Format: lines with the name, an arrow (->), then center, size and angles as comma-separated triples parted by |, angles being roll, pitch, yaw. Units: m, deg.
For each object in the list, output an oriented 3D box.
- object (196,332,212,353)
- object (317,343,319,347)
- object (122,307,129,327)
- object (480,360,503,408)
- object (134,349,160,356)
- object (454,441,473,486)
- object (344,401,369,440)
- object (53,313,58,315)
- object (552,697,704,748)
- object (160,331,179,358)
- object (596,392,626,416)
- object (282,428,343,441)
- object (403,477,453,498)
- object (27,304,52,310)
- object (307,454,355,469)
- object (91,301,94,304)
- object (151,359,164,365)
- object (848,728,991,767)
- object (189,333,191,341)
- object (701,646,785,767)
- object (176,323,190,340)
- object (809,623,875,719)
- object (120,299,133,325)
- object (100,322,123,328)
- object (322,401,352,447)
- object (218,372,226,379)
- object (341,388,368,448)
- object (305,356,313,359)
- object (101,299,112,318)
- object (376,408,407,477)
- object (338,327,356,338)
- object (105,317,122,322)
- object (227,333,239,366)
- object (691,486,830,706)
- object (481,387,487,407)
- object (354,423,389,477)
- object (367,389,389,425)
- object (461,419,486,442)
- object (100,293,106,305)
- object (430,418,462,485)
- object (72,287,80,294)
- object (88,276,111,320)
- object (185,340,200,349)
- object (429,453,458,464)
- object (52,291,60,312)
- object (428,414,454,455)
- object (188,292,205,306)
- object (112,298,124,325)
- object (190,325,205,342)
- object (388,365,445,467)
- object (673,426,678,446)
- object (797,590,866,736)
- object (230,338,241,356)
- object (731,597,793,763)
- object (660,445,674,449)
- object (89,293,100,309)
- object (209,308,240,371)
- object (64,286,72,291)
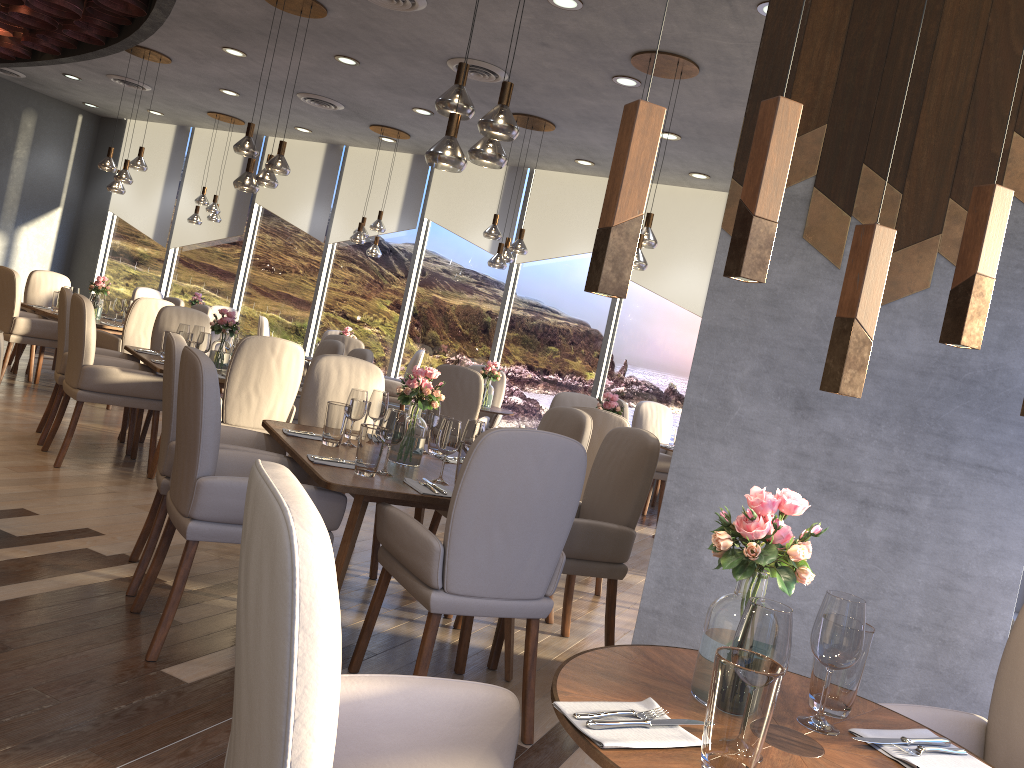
object -> -1.958, -0.204, 5.598 | 0.092, 0.244, 0.092 | 12, 1, 10
object -> -1.998, -0.327, 9.250 | 0.102, 0.178, 0.102 | 12, 1, -16
object -> -3.510, -0.607, 8.107 | 0.102, 0.178, 0.102 | 13, 1, 43
object -> -0.206, -0.002, 7.767 | 0.210, 0.415, 0.198 | 12, 1, -4
object -> -2.453, -0.215, 6.083 | 0.254, 0.019, 0.158 | 11, 3, -32
object -> -0.161, 0.309, 3.305 | 0.102, 0.178, 0.102 | 12, 1, -30
object -> -0.711, 0.161, 4.043 | 0.102, 0.178, 0.102 | 12, 1, 4
object -> -3.934, -0.608, 7.902 | 0.158, 0.019, 0.254 | 14, 3, 41
object -> 0.208, 0.550, 1.452 | 0.254, 0.019, 0.158 | 11, 3, -28
object -> -2.313, -0.262, 5.974 | 0.102, 0.178, 0.102 | 12, 1, -16
object -> 0.606, 0.257, 5.720 | 0.209, 0.415, 0.198 | 12, 1, -19
object -> -0.860, 0.219, 3.830 | 0.254, 0.019, 0.158 | 11, 2, -23
object -> -0.295, 0.367, 3.191 | 0.157, 0.019, 0.256 | 11, 3, -26
object -> -4.367, -0.716, 8.267 | 0.158, 0.019, 0.254 | 14, 3, 41
object -> -0.631, 0.290, 3.307 | 0.254, 0.019, 0.158 | 11, 2, -23
object -> -3.768, -0.651, 7.835 | 0.102, 0.178, 0.102 | 12, 1, -3
object -> -2.144, -0.129, 5.605 | 0.254, 0.019, 0.158 | 11, 3, -32
object -> 0.724, 0.655, 1.598 | 0.254, 0.019, 0.158 | 11, 3, -24
object -> -2.341, -0.282, 6.315 | 0.102, 0.178, 0.102 | 12, 1, -25
object -> 0.340, 0.502, 1.334 | 0.102, 0.178, 0.102 | 12, 1, 8
object -> -2.268, -0.290, 6.076 | 0.092, 0.244, 0.092 | 12, 1, 15
object -> 0.633, 0.548, 1.723 | 0.102, 0.178, 0.102 | 12, 1, -18
object -> -3.610, -0.670, 8.303 | 0.092, 0.244, 0.092 | 12, 1, -31
object -> -3.583, -0.534, 7.951 | 0.256, 0.019, 0.157 | 14, 3, 37
object -> -0.739, 0.169, 3.702 | 0.102, 0.178, 0.102 | 12, 1, 13
object -> -1.794, -0.052, 5.547 | 0.157, 0.019, 0.256 | 10, 3, -36
object -> -0.677, 0.145, 3.796 | 0.092, 0.244, 0.092 | 12, 1, 19
object -> -2.093, -0.271, 9.396 | 0.254, 0.019, 0.158 | 12, 2, -12
object -> -4.040, -0.748, 8.782 | 0.102, 0.178, 0.102 | 11, 1, -44
object -> -0.449, 0.216, 3.272 | 0.092, 0.244, 0.092 | 12, 1, 19
object -> -1.780, -0.408, 9.428 | 0.198, 0.415, 0.209 | 12, 1, 21
object -> -3.906, -0.635, 8.719 | 0.158, 0.019, 0.254 | 14, 3, 39
object -> -2.022, -0.250, 6.380 | 0.092, 0.244, 0.092 | 13, 1, 37
object -> 0.444, 0.391, 1.631 | 0.210, 0.415, 0.198 | 12, 1, 1
object -> -0.282, 0.111, 7.554 | 0.102, 0.178, 0.102 | 13, 1, 44
object -> -0.510, 0.240, 3.179 | 0.102, 0.178, 0.102 | 12, 1, 3
object -> -0.614, 0.151, 3.985 | 0.092, 0.244, 0.092 | 12, 1, 26
object -> -0.164, 0.266, 3.529 | 0.092, 0.244, 0.092 | 12, 1, 1
object -> -4.038, -0.777, 8.672 | 0.092, 0.244, 0.092 | 12, 1, 14
object -> -0.249, 0.255, 3.354 | 0.092, 0.244, 0.092 | 13, 1, 44
object -> -4.211, -0.807, 8.506 | 0.092, 0.244, 0.092 | 13, 1, 45
object -> -3.879, -0.811, 8.301 | 0.198, 0.415, 0.209 | 13, 1, 36
object -> -2.004, -0.176, 5.496 | 0.102, 0.178, 0.102 | 13, 1, 24
object -> -0.250, 0.342, 4.026 | 0.254, 0.019, 0.158 | 11, 3, -24
object -> -4.201, -0.759, 8.199 | 0.102, 0.178, 0.102 | 11, 1, -33
object -> -0.341, 0.236, 4.151 | 0.102, 0.178, 0.102 | 12, 1, -18
object -> -3.843, -0.905, 10.751 | 0.197, 0.415, 0.211 | 11, 1, -44
object -> -3.610, -0.662, 8.108 | 0.092, 0.244, 0.092 | 13, 1, 40
object -> -2.235, -0.291, 6.273 | 0.092, 0.244, 0.092 | 13, 1, 39
object -> -0.399, 0.127, 3.647 | 0.210, 0.415, 0.198 | 12, 1, 1
object -> 1.497, 0.477, 7.924 | 0.102, 0.178, 0.102 | 13, 1, 41
object -> 0.588, 0.509, 1.627 | 0.092, 0.244, 0.092 | 11, 1, -44
object -> -1.774, -0.169, 5.713 | 0.092, 0.244, 0.092 | 12, 1, -11
object -> 0.393, 0.475, 1.432 | 0.092, 0.244, 0.092 | 12, 1, 14
object -> 1.400, 0.549, 7.666 | 0.254, 0.019, 0.158 | 11, 2, -20
object -> -3.753, -0.686, 7.944 | 0.092, 0.244, 0.092 | 13, 1, 43
object -> -1.961, -0.305, 6.004 | 0.209, 0.415, 0.198 | 12, 1, -19
object -> -4.186, -0.794, 8.308 | 0.092, 0.244, 0.092 | 12, 1, -7
